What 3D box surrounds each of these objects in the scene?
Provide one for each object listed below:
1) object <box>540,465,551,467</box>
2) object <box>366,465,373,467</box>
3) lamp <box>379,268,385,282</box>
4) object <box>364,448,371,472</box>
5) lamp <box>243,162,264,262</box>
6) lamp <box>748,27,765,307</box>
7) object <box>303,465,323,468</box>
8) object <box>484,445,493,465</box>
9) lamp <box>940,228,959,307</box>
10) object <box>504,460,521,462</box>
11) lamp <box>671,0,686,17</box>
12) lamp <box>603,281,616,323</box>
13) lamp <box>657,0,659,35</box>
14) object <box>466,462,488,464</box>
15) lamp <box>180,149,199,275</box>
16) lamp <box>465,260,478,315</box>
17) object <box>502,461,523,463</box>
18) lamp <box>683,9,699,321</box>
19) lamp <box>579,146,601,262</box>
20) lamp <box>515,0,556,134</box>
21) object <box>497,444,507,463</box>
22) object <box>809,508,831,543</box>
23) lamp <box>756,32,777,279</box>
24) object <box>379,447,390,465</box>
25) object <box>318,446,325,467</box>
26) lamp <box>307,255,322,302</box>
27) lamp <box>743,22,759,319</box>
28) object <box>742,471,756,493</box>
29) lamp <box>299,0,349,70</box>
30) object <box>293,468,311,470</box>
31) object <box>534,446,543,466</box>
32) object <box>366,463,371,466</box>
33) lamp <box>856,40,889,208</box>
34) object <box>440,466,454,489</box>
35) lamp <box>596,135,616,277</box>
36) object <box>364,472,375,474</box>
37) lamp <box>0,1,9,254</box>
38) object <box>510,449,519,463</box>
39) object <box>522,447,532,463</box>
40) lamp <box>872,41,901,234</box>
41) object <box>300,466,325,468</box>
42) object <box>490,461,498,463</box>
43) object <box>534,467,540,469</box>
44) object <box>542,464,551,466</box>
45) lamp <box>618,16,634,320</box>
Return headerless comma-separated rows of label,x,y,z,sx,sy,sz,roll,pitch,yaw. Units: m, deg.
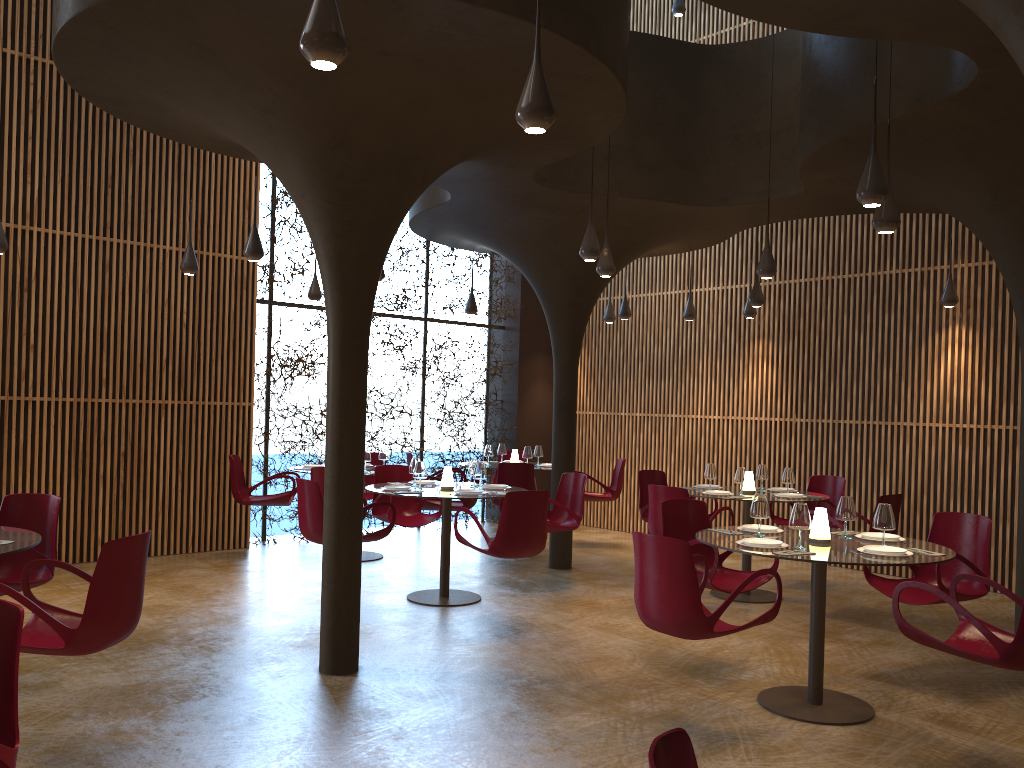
object,0.562,1.200,13.000,0.332,0.014,0.332,1,-2,21
object,-2.031,1.097,11.914,0.331,0.014,0.332,0,-2,40
lamp,-1.408,-4.264,9.779,0.196,6.277,0.196,2,0,3
object,-1.823,0.944,11.014,0.142,0.295,0.142,2,0,-27
lamp,-2.400,-4.324,8.542,0.196,6.277,0.196,2,0,3
lamp,3.134,-4.099,11.027,0.196,6.277,0.196,2,0,-27
object,-2.553,1.059,11.384,0.263,0.029,0.263,1,-1,19
object,-0.341,1.035,12.913,0.142,0.295,0.142,2,0,-43
lamp,5.261,-4.050,10.469,0.196,6.277,0.196,2,0,-27
object,0.013,1.190,13.609,0.263,0.029,0.263,2,-1,1
lamp,2.297,-6.125,12.050,0.196,2.224,0.196,2,0,33
lamp,1.593,-4.079,13.653,0.196,6.277,0.196,2,0,33
lamp,2.136,-5.742,12.896,0.196,2.961,0.196,2,0,33
object,-0.509,1.171,13.079,0.331,0.014,0.332,1,-2,29
lamp,-3.417,-4.327,9.632,0.196,6.277,0.196,2,0,23
lamp,-0.509,-4.156,13.063,0.196,6.277,0.196,2,0,-17
object,0.013,1.199,13.609,0.331,0.014,0.332,0,-2,40
lamp,2.684,-4.065,12.943,0.196,6.277,0.196,2,0,-27
lamp,0.792,-4.245,7.950,0.196,6.277,0.196,2,0,-7
lamp,0.204,-4.354,4.256,0.196,6.277,0.196,2,0,-7
object,-0.153,1.054,13.450,0.142,0.295,0.142,2,0,-41
object,2.118,0.968,6.089,0.142,0.232,0.144,2,0,23
lamp,2.587,-4.173,8.687,0.196,6.277,0.196,2,0,-27
object,-1.653,0.960,11.457,0.142,0.295,0.142,2,0,-2
object,-2.386,0.932,11.218,0.142,0.295,0.142,2,0,-43
lamp,-2.552,-4.246,11.869,0.196,6.277,0.196,2,0,-17
lamp,3.418,-4.057,12.395,0.196,6.277,0.196,2,0,-17
object,2.592,1.072,9.688,0.142,0.232,0.144,1,0,33
lamp,-0.653,-4.398,3.505,0.196,6.277,0.196,2,0,-17
object,-2.587,1.067,11.083,0.262,0.017,0.126,2,-1,3
object,0.391,1.062,13.153,0.142,0.295,0.142,2,0,-25
object,-2.031,1.087,11.914,0.263,0.029,0.263,2,-1,-5
lamp,2.357,-4.258,5.568,0.196,6.277,0.196,2,0,-7
object,-0.662,0.961,9.115,0.142,0.232,0.144,2,0,3
lamp,1.031,-4.214,8.883,0.196,6.277,0.196,2,0,-7
object,-1.712,1.086,10.805,0.126,0.017,0.262,1,-1,8
lamp,-4.877,-4.397,8.543,0.196,6.277,0.196,2,0,-34
object,0.041,1.081,13.079,0.144,0.232,0.142,2,0,23
object,0.221,1.046,12.710,0.142,0.295,0.142,2,0,7
lamp,2.780,-4.226,6.365,0.196,6.277,0.196,2,0,-7
object,-2.553,1.068,11.384,0.331,0.014,0.332,1,-2,29
object,-0.287,1.199,13.651,0.126,0.017,0.262,2,-1,4
object,0.333,1.189,12.501,0.126,0.017,0.262,1,-1,8
object,0.563,1.191,13.000,0.263,0.029,0.263,3,-2,-40
lamp,1.753,-4.089,13.056,0.196,6.277,0.196,2,0,-27
